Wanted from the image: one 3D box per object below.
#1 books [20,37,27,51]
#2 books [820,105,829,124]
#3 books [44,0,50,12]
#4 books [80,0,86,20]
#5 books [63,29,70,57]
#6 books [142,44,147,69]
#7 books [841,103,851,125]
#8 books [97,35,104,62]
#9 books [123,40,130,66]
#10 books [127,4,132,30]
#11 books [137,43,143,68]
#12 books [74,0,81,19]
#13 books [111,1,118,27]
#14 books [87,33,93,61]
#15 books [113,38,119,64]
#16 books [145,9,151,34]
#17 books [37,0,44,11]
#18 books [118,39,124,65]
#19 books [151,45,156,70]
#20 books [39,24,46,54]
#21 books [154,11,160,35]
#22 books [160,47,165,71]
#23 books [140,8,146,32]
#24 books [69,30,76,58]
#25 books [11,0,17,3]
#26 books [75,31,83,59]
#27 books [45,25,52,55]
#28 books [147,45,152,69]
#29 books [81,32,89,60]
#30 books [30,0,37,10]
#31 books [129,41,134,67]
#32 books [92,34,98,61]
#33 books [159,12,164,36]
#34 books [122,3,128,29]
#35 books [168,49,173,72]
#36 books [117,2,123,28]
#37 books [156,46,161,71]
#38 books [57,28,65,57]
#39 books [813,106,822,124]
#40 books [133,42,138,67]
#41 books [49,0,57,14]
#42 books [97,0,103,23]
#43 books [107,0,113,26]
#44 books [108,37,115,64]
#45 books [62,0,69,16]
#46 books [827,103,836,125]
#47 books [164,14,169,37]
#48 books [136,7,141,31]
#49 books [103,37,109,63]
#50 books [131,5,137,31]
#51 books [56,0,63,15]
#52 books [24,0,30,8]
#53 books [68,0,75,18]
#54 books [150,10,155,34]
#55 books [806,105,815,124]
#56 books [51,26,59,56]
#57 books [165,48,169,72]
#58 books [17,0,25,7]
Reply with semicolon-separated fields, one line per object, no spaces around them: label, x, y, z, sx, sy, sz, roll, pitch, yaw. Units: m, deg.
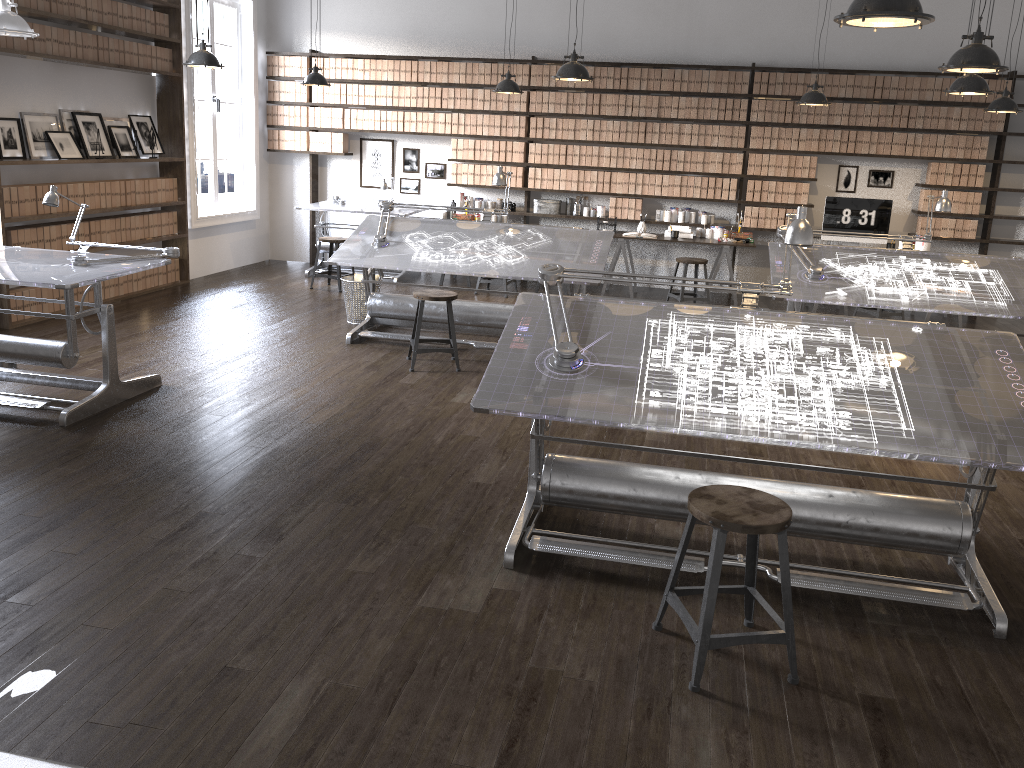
books;-3.775;-2.633;6.705;0.174;0.223;0.067;6;13;11
books;3.226;-2.790;9.153;0.067;0.223;0.176;5;14;11
books;-3.704;-3.004;6.903;0.175;0.223;0.067;6;13;11
books;-3.614;-3.111;7.307;0.174;0.223;0.067;6;13;11
books;-3.678;-2.755;7.166;0.174;0.223;0.067;6;13;11
books;-3.462;-3.020;8.166;0.175;0.223;0.067;6;13;11
books;3.424;-2.770;9.116;0.067;0.223;0.176;5;14;11
books;-3.587;-2.860;7.564;0.175;0.223;0.067;6;13;11
books;-3.513;-2.950;7.904;0.175;0.223;0.067;6;13;11
books;-3.489;-3.269;7.903;0.175;0.223;0.067;6;13;11
books;-3.473;-3.002;8.098;0.175;0.223;0.067;6;13;11
books;-3.626;-3.092;7.237;0.175;0.223;0.067;6;13;11
books;-3.531;-3.216;7.706;0.175;0.223;0.067;6;13;11
books;-3.618;-2.825;7.431;0.175;0.223;0.067;6;13;11
books;-3.547;-2.916;7.773;0.174;0.223;0.067;6;13;11
books;-3.429;-3.338;8.166;0.174;0.223;0.067;6;13;11
books;-3.714;-2.986;6.834;0.174;0.223;0.067;6;13;11
books;-3.532;-2.934;7.841;0.175;0.223;0.067;6;13;11
books;-3.432;-3.055;8.299;0.174;0.223;0.067;6;13;11
books;-3.732;-2.685;6.902;0.175;0.223;0.067;6;13;11
books;-3.399;-3.375;8.306;0.175;0.223;0.067;6;13;11
books;-3.400;-3.090;8.432;0.175;0.223;0.067;6;13;11
books;-3.448;-3.321;8.099;0.174;0.223;0.067;6;13;11
books;-3.660;-2.772;7.232;0.174;0.223;0.067;6;13;11
books;-3.774;-2.916;6.570;0.175;0.223;0.067;6;13;11
books;-3.642;-2.791;7.301;0.175;0.223;0.067;6;13;11
books;-3.718;-2.701;6.962;0.175;0.223;0.067;6;13;11
books;-3.450;-3.038;8.233;0.174;0.223;0.067;6;13;11
books;-3.627;-2.809;7.370;0.175;0.223;0.067;6;13;11
books;-3.733;-2.968;6.767;0.174;0.223;0.067;6;13;11
books;-3.504;-2.968;7.969;0.175;0.223;0.067;6;13;11
books;-3.607;-2.842;7.494;0.175;0.223;0.067;6;13;11
books;-3.389;-3.394;8.378;0.175;0.223;0.067;6;13;11
books;-3.500;-3.252;7.842;0.175;0.223;0.067;6;13;11
books;-3.378;-3.124;8.560;0.175;0.223;0.067;6;13;11
books;-3.513;-3.234;7.772;0.175;0.223;0.067;6;13;11
books;-3.413;-3.073;8.368;0.175;0.223;0.067;6;13;11
books;-3.690;-2.737;7.099;0.175;0.223;0.067;6;13;11
books;3.161;-2.798;9.172;0.067;0.223;0.176;5;14;11
books;-3.489;-2.983;8.029;0.175;0.223;0.067;6;13;11
books;-3.683;-3.023;6.974;0.175;0.223;0.067;6;13;11
books;-3.573;-3.164;7.508;0.175;0.223;0.067;6;13;11
books;-3.547;-3.199;7.639;0.174;0.223;0.067;6;13;11
books;-3.557;-2.897;7.704;0.174;0.223;0.067;6;13;11
books;-3.658;-3.058;7.108;0.175;0.223;0.067;6;13;11
books;3.292;-2.785;9.145;0.067;0.223;0.176;5;14;11
books;-3.371;-3.413;8.450;0.175;0.223;0.067;6;13;11
books;-3.462;-3.303;8.031;0.175;0.223;0.067;6;13;11
books;-3.577;-2.880;7.637;0.175;0.223;0.067;6;13;11
books;-3.470;-3.285;7.966;0.175;0.223;0.067;6;13;11
books;-3.674;-3.042;7.046;0.175;0.223;0.067;6;13;11
books;-3.747;-2.950;6.699;0.175;0.223;0.067;6;13;11
books;-3.641;-3.074;7.168;0.175;0.223;0.067;6;13;11
books;-3.419;-3.357;8.235;0.175;0.223;0.067;6;13;11
books;3.092;-2.806;9.185;0.067;0.223;0.176;5;14;11
books;-3.701;-2.719;7.031;0.175;0.223;0.067;6;13;11
books;-3.391;-3.106;8.493;0.175;0.223;0.067;6;13;11
books;-3.755;-2.932;6.633;0.175;0.223;0.067;6;13;11
